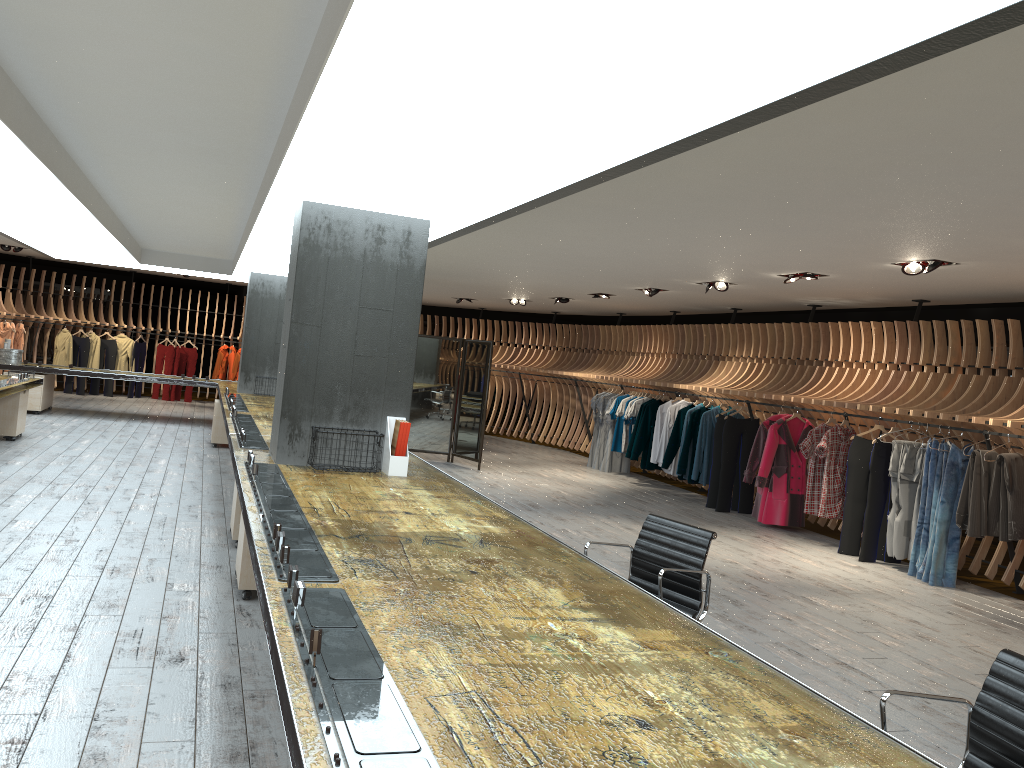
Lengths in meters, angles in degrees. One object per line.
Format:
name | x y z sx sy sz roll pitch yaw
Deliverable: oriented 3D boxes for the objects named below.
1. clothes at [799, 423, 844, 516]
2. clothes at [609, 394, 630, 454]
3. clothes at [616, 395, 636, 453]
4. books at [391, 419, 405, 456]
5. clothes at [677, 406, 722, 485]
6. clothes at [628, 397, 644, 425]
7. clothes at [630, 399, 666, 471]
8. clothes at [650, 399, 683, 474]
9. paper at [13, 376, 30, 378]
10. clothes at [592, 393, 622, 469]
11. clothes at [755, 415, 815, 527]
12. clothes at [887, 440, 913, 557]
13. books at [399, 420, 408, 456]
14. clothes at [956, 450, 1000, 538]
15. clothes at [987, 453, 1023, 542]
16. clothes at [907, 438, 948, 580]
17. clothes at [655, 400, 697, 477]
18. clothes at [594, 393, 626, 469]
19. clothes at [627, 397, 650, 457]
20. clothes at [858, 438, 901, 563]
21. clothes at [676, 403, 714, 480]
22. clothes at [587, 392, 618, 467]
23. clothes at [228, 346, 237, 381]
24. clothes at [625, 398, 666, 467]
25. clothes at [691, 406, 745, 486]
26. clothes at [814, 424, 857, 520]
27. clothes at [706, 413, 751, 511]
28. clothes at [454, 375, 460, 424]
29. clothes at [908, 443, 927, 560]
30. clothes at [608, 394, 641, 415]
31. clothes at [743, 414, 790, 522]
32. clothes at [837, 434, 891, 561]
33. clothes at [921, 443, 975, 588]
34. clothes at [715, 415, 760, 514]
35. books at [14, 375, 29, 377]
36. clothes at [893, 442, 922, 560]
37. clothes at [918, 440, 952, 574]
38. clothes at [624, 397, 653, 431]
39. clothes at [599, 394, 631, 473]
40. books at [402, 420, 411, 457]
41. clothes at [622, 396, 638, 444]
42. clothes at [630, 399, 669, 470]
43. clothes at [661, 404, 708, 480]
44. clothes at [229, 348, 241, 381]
clothes | 3.461 0.940 9.756 0.760 1.020 0.188 6 0 -18
clothes | 1.883 0.653 14.199 0.737 0.971 0.167 6 0 -11
clothes | 1.984 0.652 14.082 0.743 0.931 0.158 6 0 -15
books | -0.807 0.435 6.146 0.048 0.368 0.215 6 0 -19
clothes | 2.675 0.838 12.082 0.913 1.081 0.238 6 0 -19
clothes | 2.059 0.678 13.823 0.742 0.950 0.168 6 0 -36
clothes | 2.246 0.769 13.305 0.913 1.081 0.238 6 0 -14
clothes | 2.409 0.773 12.919 0.733 1.106 0.165 6 0 -14
paper | -6.307 -0.091 11.391 0.176 0.004 0.130 6 1 -13
clothes | 1.669 0.867 14.902 0.677 1.434 0.204 6 0 -30
clothes | 3.255 1.017 10.344 0.839 1.312 0.321 6 0 -10
clothes | 3.801 1.123 8.680 0.273 1.143 0.170 6 0 13
books | -0.786 0.437 6.153 0.048 0.368 0.215 6 0 -19
clothes | 4.121 0.961 7.790 0.278 0.767 0.263 6 0 -12
clothes | 4.294 0.976 7.666 0.336 0.776 0.255 6 0 -4
clothes | 3.910 1.270 8.345 0.277 1.542 0.316 6 0 -20
clothes | 2.417 0.778 12.721 0.732 1.106 0.165 6 0 -19
clothes | 1.713 0.874 14.769 0.677 1.434 0.204 6 0 -5
clothes | 2.107 0.672 13.642 0.734 0.937 0.164 6 0 -16
clothes | 3.754 1.227 8.884 0.539 1.352 0.087 6 0 -20
clothes | 2.644 0.803 12.201 0.714 1.088 0.257 6 0 -24
clothes | 1.622 0.859 15.035 0.677 1.434 0.204 6 0 -5
clothes | -6.307 -0.425 20.002 0.200 0.881 0.840 6 1 -14
clothes | 2.178 0.758 13.503 0.913 1.081 0.238 6 0 -19
clothes | 2.786 0.827 11.787 0.714 1.088 0.257 6 0 -14
clothes | 3.520 0.948 9.540 0.759 1.030 0.179 6 0 -33
clothes | 2.846 1.074 11.518 0.539 1.352 0.087 6 0 5
clothes | -1.246 0.311 19.112 0.127 1.129 0.443 6 0 43
clothes | 3.911 1.138 8.492 0.170 1.143 0.273 6 0 28
clothes | 1.906 0.639 14.310 0.743 0.931 0.158 6 0 5
clothes | 3.162 1.001 10.618 0.839 1.312 0.321 6 0 -20
clothes | 3.671 1.215 9.070 0.539 1.352 0.087 6 0 20
clothes | 3.986 1.291 8.063 0.373 1.536 0.312 6 0 -8
clothes | 2.891 1.083 11.331 0.539 1.352 0.087 6 0 -15
books | -6.300 -0.102 11.390 0.155 0.025 0.110 6 1 -24
clothes | 3.823 1.125 8.575 0.278 1.141 0.172 6 0 -12
clothes | 4.005 1.169 8.218 0.317 1.291 0.277 6 0 35
clothes | 2.076 0.662 13.911 0.742 0.938 0.162 6 0 -25
clothes | 1.756 0.881 14.641 0.676 1.434 0.204 6 0 -35
books | -0.766 0.439 6.160 0.048 0.368 0.215 6 0 -19
clothes | 2.030 0.671 14.045 0.742 0.960 0.167 6 0 -26
clothes | 2.225 0.765 13.389 0.913 1.081 0.238 6 0 -19
clothes | 2.553 0.818 12.415 0.913 1.081 0.238 6 0 -14
clothes | -6.092 -0.402 20.003 0.201 0.881 0.839 6 1 11
